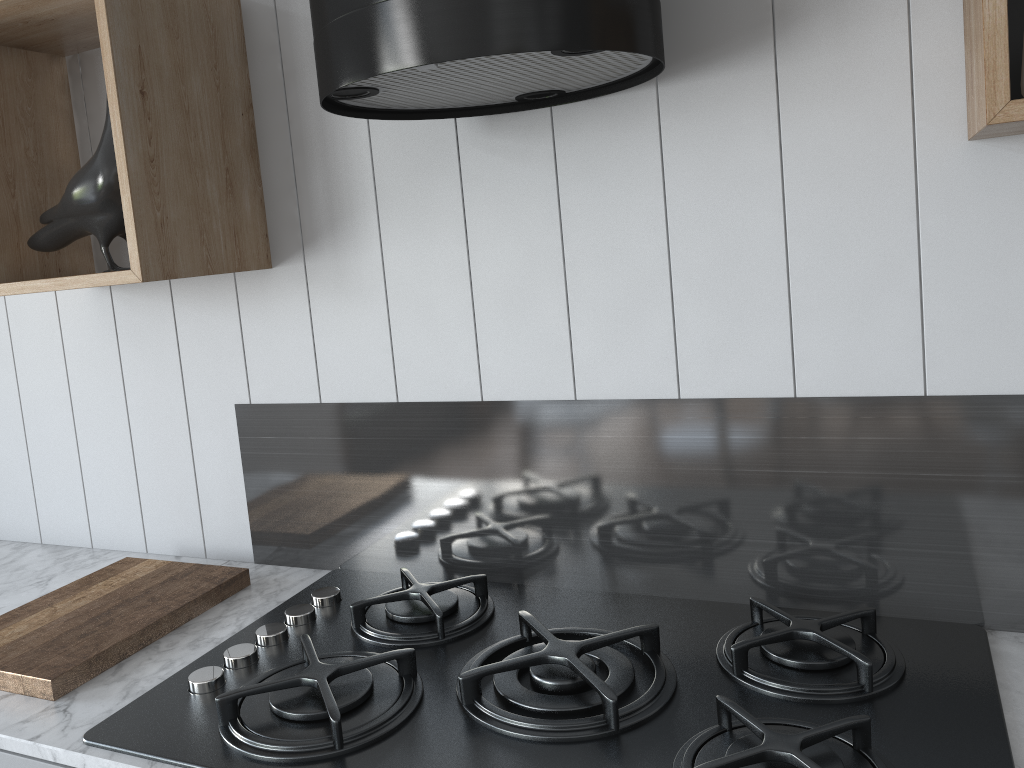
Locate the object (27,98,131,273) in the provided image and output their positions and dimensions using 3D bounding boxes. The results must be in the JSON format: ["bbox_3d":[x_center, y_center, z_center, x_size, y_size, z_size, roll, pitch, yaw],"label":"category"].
[{"bbox_3d":[-0.705,-0.352,1.488,0.341,0.332,0.137,-2,7,27],"label":"object"}]

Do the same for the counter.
[{"bbox_3d":[0.857,0.361,0.681,6.253,0.020,0.571,-1,10,26],"label":"counter"}]

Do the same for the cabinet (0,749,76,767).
[{"bbox_3d":[0.784,0.794,0.467,6.250,0.743,0.010,-1,7,26],"label":"cabinet"}]

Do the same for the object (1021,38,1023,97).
[{"bbox_3d":[0.526,-0.313,0.830,0.081,0.087,0.086,-10,9,-29],"label":"object"}]

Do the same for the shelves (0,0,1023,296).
[{"bbox_3d":[0.743,-0.450,0.764,3.652,0.793,0.295,-1,8,26],"label":"shelves"}]

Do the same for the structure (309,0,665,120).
[{"bbox_3d":[-0.065,-0.784,1.031,0.408,0.864,0.423,-8,7,-18],"label":"structure"}]

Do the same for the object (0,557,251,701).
[{"bbox_3d":[-0.661,0.371,1.406,0.297,0.030,0.395,-2,10,25],"label":"object"}]

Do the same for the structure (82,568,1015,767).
[{"bbox_3d":[0.034,0.344,1.080,1.003,0.048,0.546,-1,10,25],"label":"structure"}]
